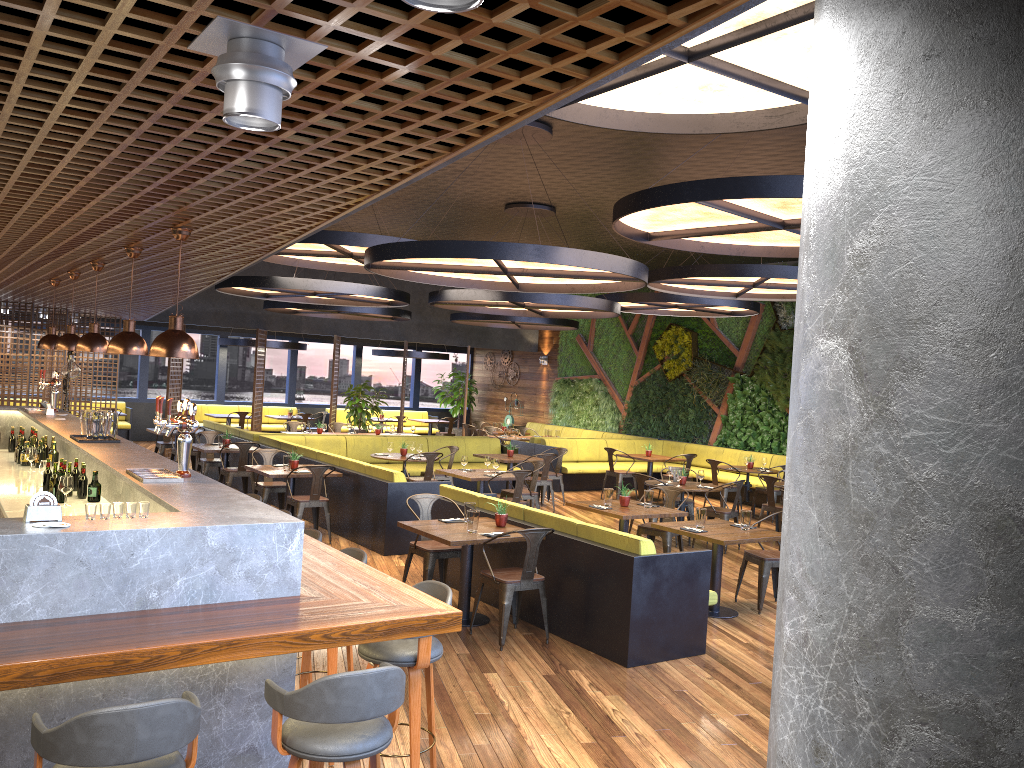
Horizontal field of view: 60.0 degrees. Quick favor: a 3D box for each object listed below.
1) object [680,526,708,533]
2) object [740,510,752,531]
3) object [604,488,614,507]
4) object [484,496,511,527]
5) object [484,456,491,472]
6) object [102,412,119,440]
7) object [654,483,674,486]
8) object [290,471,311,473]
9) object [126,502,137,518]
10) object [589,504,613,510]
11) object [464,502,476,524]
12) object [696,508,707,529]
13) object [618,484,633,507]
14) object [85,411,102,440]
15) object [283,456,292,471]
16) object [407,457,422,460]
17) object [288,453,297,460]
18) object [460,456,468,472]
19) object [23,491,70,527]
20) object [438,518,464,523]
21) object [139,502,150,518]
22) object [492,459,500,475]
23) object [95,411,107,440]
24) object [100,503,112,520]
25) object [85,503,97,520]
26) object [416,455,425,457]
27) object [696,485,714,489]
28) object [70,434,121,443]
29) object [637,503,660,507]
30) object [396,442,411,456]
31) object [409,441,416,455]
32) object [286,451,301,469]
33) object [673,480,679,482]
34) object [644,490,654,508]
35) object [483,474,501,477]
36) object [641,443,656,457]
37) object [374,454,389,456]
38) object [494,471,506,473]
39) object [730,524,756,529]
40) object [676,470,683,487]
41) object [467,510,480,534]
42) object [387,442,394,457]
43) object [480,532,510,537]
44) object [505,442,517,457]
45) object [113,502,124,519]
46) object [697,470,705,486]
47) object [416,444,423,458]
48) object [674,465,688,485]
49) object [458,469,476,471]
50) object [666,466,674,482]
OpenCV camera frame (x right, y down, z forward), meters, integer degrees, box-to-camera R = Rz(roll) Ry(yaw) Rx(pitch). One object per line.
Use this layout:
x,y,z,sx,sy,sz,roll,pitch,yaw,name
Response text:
1.610,1.297,7.934,0.157,0.019,0.255,3,1,-35,object
2.138,1.248,8.112,0.102,0.178,0.102,4,1,31,object
0.992,1.169,9.133,0.102,0.178,0.102,4,1,21,object
-0.085,1.072,7.524,0.238,0.271,0.260,3,1,-29,object
-0.323,1.055,11.717,0.097,0.206,0.097,3,1,-34,object
-2.865,0.306,6.321,0.105,0.209,0.105,3,1,1,object
1.970,1.291,11.410,0.255,0.019,0.157,3,1,-36,object
-2.489,1.027,10.386,0.255,0.019,0.157,3,1,-35,object
-1.482,0.491,3.452,0.042,0.059,0.042,3,1,-37,object
0.885,1.244,9.002,0.157,0.019,0.255,3,1,-35,object
-0.362,1.101,7.548,0.102,0.178,0.102,4,1,41,object
1.717,1.223,8.065,0.102,0.178,0.102,4,1,31,object
1.164,1.133,9.182,0.238,0.271,0.260,4,1,5,object
-2.961,0.301,6.270,0.105,0.209,0.105,3,1,1,object
-2.646,0.937,10.444,0.102,0.178,0.102,3,1,1,object
-1.422,1.073,12.811,0.157,0.019,0.255,3,1,-28,object
-2.685,0.931,10.829,0.102,0.178,0.102,4,1,41,object
-0.622,1.039,11.521,0.097,0.206,0.097,3,1,-43,object
-1.956,0.442,3.067,0.766,0.106,0.200,3,1,-34,object
-0.498,1.172,7.651,0.255,0.019,0.157,3,1,-35,object
-1.443,0.493,3.477,0.042,0.059,0.042,3,1,-37,object
-0.207,1.065,11.395,0.097,0.206,0.097,3,1,-43,object
-2.972,0.299,6.393,0.105,0.209,0.105,3,1,1,object
-1.557,0.487,3.394,0.042,0.059,0.042,3,1,-37,object
-1.599,0.485,3.366,0.042,0.059,0.042,3,1,-37,object
-1.335,1.074,13.278,0.255,0.019,0.157,3,1,-32,object
2.473,1.321,11.376,0.255,0.019,0.157,4,1,34,object
-3.003,0.393,6.383,0.273,0.019,0.437,3,1,-34,object
1.451,1.275,9.349,0.157,0.019,0.255,3,1,-35,object
-1.605,0.929,13.129,0.238,0.271,0.260,3,1,-13,object
-1.496,0.969,13.329,0.097,0.206,0.097,4,1,4,object
-2.624,0.890,10.667,0.238,0.271,0.260,3,1,-13,object
2.243,1.303,11.900,0.157,0.019,0.255,4,1,8,object
1.413,1.194,9.180,0.102,0.178,0.102,3,1,-29,object
-0.258,1.157,11.227,0.157,0.019,0.255,3,1,-34,object
2.417,1.149,15.714,0.260,0.271,0.238,4,1,5,object
-1.903,1.041,13.080,0.255,0.019,0.157,3,1,-2,object
-0.160,1.159,11.672,0.255,0.019,0.157,3,1,-34,object
2.176,1.328,8.281,0.157,0.019,0.255,3,1,-35,object
2.145,1.207,11.369,0.097,0.206,0.097,4,1,27,object
-0.315,1.108,7.127,0.102,0.178,0.102,3,1,1,object
-1.779,0.956,12.952,0.097,0.206,0.097,4,1,7,object
-0.152,1.198,7.084,0.255,0.019,0.157,3,1,-35,object
-0.010,1.017,14.045,0.260,0.271,0.238,3,1,1,object
-1.525,0.489,3.434,0.042,0.059,0.042,3,1,-37,object
2.458,1.225,11.548,0.097,0.206,0.097,4,1,7,object
-1.353,0.981,12.973,0.097,0.206,0.097,3,1,-9,object
2.216,1.175,11.561,0.260,0.271,0.238,4,1,5,object
-0.582,1.134,11.691,0.157,0.019,0.255,3,1,-34,object
2.102,1.201,11.806,0.097,0.206,0.097,3,1,-28,object
